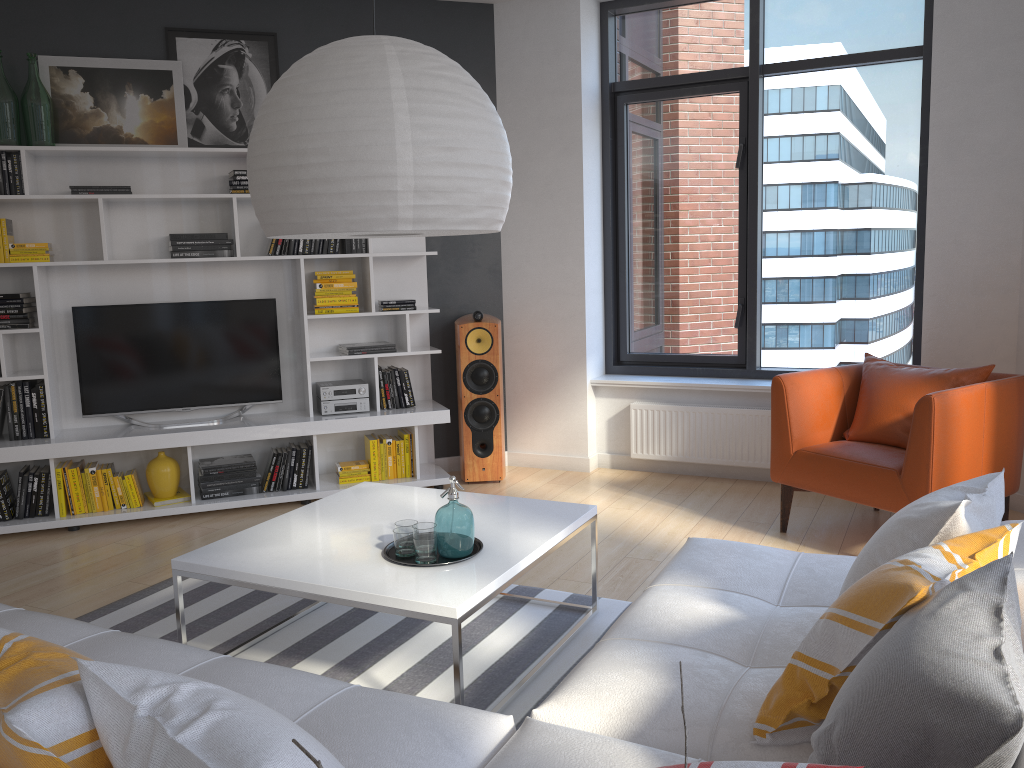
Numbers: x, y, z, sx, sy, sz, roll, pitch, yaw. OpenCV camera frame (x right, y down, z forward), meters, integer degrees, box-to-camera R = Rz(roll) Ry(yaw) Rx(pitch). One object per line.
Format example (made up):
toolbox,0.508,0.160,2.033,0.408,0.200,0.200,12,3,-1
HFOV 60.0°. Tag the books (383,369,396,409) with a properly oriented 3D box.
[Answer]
books,-0.767,0.030,5.520,0.049,0.236,0.170,-4,9,-18

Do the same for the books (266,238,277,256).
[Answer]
books,-1.391,-0.867,5.199,0.104,0.234,0.182,-4,9,-18

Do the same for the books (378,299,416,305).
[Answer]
books,-0.712,-0.506,5.470,0.213,0.023,0.161,-4,8,-15

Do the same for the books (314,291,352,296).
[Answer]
books,-1.085,-0.551,5.370,0.217,0.023,0.145,-4,8,-14

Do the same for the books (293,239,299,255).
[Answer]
books,-1.277,-0.886,5.240,0.075,0.254,0.192,-5,9,-19

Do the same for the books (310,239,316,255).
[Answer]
books,-1.184,-0.896,5.270,0.066,0.260,0.197,-4,9,-18

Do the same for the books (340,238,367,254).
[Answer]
books,-0.966,-0.942,5.366,0.128,0.321,0.259,-4,9,-18

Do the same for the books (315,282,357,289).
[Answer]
books,-1.070,-0.599,5.385,0.239,0.033,0.176,-4,8,-15

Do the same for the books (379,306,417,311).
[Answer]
books,-0.707,-0.466,5.458,0.213,0.023,0.161,-4,8,-15

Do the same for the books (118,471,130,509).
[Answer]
books,-2.178,0.596,4.992,0.046,0.187,0.134,-4,9,-19

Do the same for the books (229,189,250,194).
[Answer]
books,-1.489,-1.109,5.153,0.284,0.030,0.214,-4,8,-15

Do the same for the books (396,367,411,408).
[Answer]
books,-0.689,0.021,5.541,0.066,0.242,0.177,-4,9,-19

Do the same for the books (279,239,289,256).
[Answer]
books,-1.327,-0.870,5.211,0.081,0.233,0.169,-5,9,-19

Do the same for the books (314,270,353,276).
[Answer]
books,-1.086,-0.675,5.392,0.223,0.023,0.163,-4,8,-14

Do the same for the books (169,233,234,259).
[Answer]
books,-1.792,-0.794,5.106,0.343,0.137,0.277,-5,9,-23

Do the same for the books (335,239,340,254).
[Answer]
books,-1.048,-0.906,5.313,0.066,0.260,0.197,-4,9,-18

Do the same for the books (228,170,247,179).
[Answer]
books,-1.493,-1.215,5.146,0.266,0.030,0.209,-6,9,-25

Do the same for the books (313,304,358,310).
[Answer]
books,-1.073,-0.473,5.386,0.257,0.024,0.203,-4,8,-15

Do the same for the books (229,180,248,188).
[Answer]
books,-1.497,-1.163,5.168,0.284,0.030,0.214,-4,8,-15

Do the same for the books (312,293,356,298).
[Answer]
books,-1.082,-0.536,5.394,0.251,0.014,0.189,-4,8,-15

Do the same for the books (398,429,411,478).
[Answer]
books,-0.674,0.430,5.537,0.029,0.270,0.204,-4,9,-18

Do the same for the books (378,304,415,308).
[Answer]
books,-0.709,-0.485,5.458,0.198,0.015,0.142,-5,9,-20

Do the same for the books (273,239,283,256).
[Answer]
books,-1.361,-0.869,5.214,0.096,0.234,0.187,-4,9,-18

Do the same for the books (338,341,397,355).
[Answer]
books,-0.896,-0.221,5.475,0.310,0.047,0.250,-5,9,-23

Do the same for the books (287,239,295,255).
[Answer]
books,-1.290,-0.874,5.209,0.069,0.242,0.172,-4,9,-18

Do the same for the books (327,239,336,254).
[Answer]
books,-1.080,-0.899,5.302,0.084,0.249,0.191,-4,9,-18

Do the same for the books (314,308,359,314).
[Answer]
books,-1.066,-0.447,5.383,0.257,0.028,0.194,-4,8,-13

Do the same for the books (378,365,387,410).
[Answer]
books,-0.824,0.017,5.510,0.053,0.268,0.202,-4,9,-19

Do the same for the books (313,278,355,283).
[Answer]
books,-1.078,-0.627,5.381,0.227,0.022,0.160,-2,8,-3

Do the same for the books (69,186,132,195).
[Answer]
books,-2.264,-1.058,4.889,0.310,0.047,0.250,-5,9,-23

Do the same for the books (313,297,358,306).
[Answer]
books,-1.074,-0.507,5.386,0.243,0.042,0.189,-4,9,-18

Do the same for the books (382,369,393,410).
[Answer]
books,-0.792,0.030,5.518,0.053,0.240,0.189,-4,9,-18

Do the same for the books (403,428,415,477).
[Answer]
books,-0.651,0.427,5.554,0.025,0.270,0.213,-4,9,-18

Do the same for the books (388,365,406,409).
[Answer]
books,-0.720,0.017,5.538,0.066,0.255,0.193,-5,9,-19

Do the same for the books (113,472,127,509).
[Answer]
books,-2.200,0.596,4.992,0.056,0.188,0.138,-4,9,-18

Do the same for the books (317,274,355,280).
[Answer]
books,-1.069,-0.650,5.377,0.223,0.023,0.163,-4,8,-14

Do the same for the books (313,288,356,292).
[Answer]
books,-1.080,-0.574,5.387,0.239,0.019,0.171,-4,9,-18

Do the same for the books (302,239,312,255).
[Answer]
books,-1.216,-0.889,5.259,0.084,0.249,0.191,-4,9,-18

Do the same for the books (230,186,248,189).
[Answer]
books,-1.493,-1.135,5.152,0.264,0.020,0.189,-5,9,-20

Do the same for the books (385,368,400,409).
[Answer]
books,-0.744,0.026,5.519,0.050,0.242,0.169,-5,9,-19

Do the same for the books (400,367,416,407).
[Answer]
books,-0.668,0.019,5.582,0.077,0.233,0.179,-4,9,-18

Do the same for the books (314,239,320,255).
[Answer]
books,-1.154,-0.884,5.252,0.069,0.242,0.172,-4,9,-18

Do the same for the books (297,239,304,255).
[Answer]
books,-1.249,-0.881,5.244,0.068,0.243,0.179,-5,9,-20

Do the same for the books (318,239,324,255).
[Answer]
books,-1.141,-0.897,5.283,0.075,0.254,0.192,-5,9,-19

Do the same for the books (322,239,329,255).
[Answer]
books,-1.112,-0.892,5.279,0.071,0.243,0.179,-5,9,-19

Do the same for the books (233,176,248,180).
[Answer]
books,-1.486,-1.187,5.140,0.246,0.026,0.180,-4,8,-16
